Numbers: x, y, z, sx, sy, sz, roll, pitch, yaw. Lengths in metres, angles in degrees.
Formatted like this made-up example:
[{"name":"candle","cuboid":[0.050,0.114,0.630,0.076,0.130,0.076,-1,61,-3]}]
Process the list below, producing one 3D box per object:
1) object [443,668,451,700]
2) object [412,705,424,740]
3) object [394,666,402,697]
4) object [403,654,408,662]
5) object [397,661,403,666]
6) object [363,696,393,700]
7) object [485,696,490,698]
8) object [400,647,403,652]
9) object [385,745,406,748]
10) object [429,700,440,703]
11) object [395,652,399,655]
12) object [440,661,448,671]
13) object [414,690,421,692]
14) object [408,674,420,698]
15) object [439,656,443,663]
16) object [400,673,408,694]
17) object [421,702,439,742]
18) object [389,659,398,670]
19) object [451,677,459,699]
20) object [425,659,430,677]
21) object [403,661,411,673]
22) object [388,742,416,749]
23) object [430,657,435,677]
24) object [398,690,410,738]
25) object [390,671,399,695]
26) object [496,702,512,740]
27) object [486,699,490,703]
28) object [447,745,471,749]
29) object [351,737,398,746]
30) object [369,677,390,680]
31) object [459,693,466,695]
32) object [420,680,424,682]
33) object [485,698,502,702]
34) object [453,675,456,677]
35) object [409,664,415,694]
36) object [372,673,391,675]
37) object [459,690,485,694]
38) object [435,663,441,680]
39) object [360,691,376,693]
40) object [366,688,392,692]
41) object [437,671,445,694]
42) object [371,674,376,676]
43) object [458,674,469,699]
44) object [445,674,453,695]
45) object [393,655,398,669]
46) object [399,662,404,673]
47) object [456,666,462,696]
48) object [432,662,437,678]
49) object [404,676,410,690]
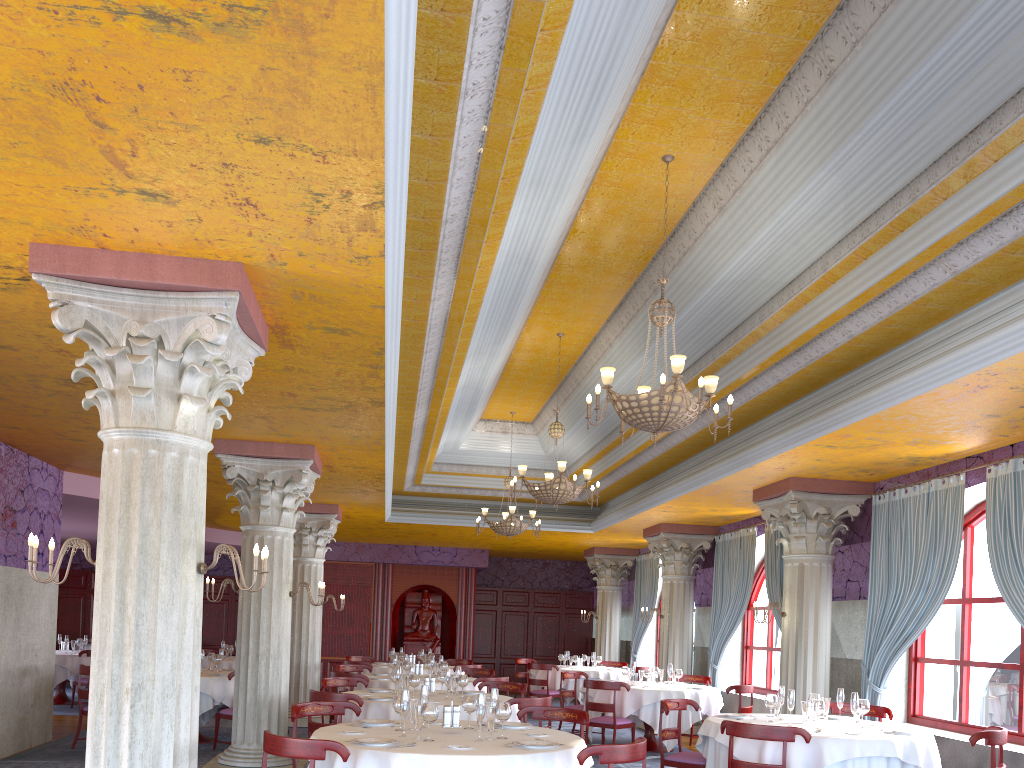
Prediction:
[{"name":"object","cuboid":[-0.688,3.200,9.132,0.074,0.331,0.075,1,-2,28]},{"name":"object","cuboid":[-0.650,2.356,5.967,0.086,0.234,0.087,2,-3,-6]},{"name":"object","cuboid":[-1.226,3.203,9.214,0.074,0.331,0.075,1,-2,28]},{"name":"object","cuboid":[-1.592,4.197,12.780,0.074,0.331,0.075,1,-2,28]},{"name":"object","cuboid":[-1.664,4.212,12.671,0.086,0.234,0.087,2,-3,-6]},{"name":"object","cuboid":[-1.375,3.241,8.822,0.313,0.024,0.324,4,-16,-8]},{"name":"object","cuboid":[-0.286,3.504,9.584,0.160,0.009,0.162,10,-18,-27]},{"name":"object","cuboid":[-2.077,5.106,16.062,0.074,0.331,0.075,1,-2,28]},{"name":"object","cuboid":[-0.750,2.357,5.570,0.022,0.003,0.261,-9,-19,34]},{"name":"object","cuboid":[-0.817,3.260,8.790,0.158,0.009,0.165,-1,-16,11]},{"name":"object","cuboid":[-2.149,5.121,15.954,0.085,0.234,0.087,1,-3,17]},{"name":"object","cuboid":[-0.984,4.133,12.350,0.124,0.260,0.123,5,-5,-39]},{"name":"object","cuboid":[-1.079,3.625,10.116,0.158,0.009,0.165,-1,-16,11]},{"name":"object","cuboid":[-1.036,3.202,9.060,0.123,0.260,0.124,3,-4,-17]},{"name":"object","cuboid":[-1.054,4.193,12.697,0.074,0.331,0.074,3,-2,-39]},{"name":"object","cuboid":[-1.216,3.373,9.643,0.086,0.234,0.087,2,-3,-6]},{"name":"object","cuboid":[-0.567,2.323,5.884,0.122,0.260,0.124,2,-4,6]},{"name":"object","cuboid":[-1.746,4.172,12.588,0.124,0.260,0.123,5,-5,-39]},{"name":"object","cuboid":[-0.620,3.281,9.239,0.086,0.234,0.086,4,-3,-28]},{"name":"object","cuboid":[-1.246,4.265,12.850,0.122,0.260,0.124,2,-4,6]},{"name":"object","cuboid":[-1.484,4.041,12.088,0.123,0.260,0.124,3,-4,-17]},{"name":"object","cuboid":[-0.717,2.343,5.549,0.055,0.019,0.263,-10,-19,39]},{"name":"object","cuboid":[-1.136,4.038,12.159,0.074,0.331,0.075,1,-2,28]},{"name":"object","cuboid":[-0.756,2.324,6.038,0.074,0.331,0.074,3,-2,-17]},{"name":"object","cuboid":[-1.299,3.334,9.560,0.122,0.260,0.124,2,-4,6]},{"name":"object","cuboid":[-0.067,2.415,6.146,0.123,0.260,0.124,3,-4,-17]},{"name":"object","cuboid":[-0.304,3.327,8.985,0.313,0.024,0.324,4,-16,-8]},{"name":"object","cuboid":[-0.347,2.381,5.614,0.159,0.009,0.164,4,-16,-8]},{"name":"object","cuboid":[-0.906,2.361,5.646,0.313,0.024,0.325,-1,-16,11]},{"name":"object","cuboid":[-1.823,4.079,11.850,0.313,0.024,0.324,4,-16,-8]},{"name":"object","cuboid":[-0.560,3.576,9.877,0.140,0.010,0.030,-11,-19,38]},{"name":"object","cuboid":[-1.265,4.099,11.818,0.159,0.009,0.164,-7,-18,31]},{"name":"object","cuboid":[-0.208,3.386,9.174,0.259,0.019,0.056,-12,-20,40]},{"name":"object","cuboid":[-0.916,4.462,13.085,0.313,0.024,0.324,-4,-17,21]},{"name":"object","cuboid":[-1.144,3.358,9.752,0.074,0.331,0.075,1,-2,28]},{"name":"object","cuboid":[-1.987,4.376,12.921,0.317,0.024,0.321,10,-18,-27]},{"name":"object","cuboid":[-0.468,3.623,10.057,0.313,0.024,0.324,4,-16,-8]},{"name":"object","cuboid":[-1.067,4.120,12.267,0.085,0.234,0.087,1,-3,17]},{"name":"object","cuboid":[-1.636,3.483,9.705,0.259,0.019,0.056,-12,-20,40]},{"name":"object","cuboid":[-1.539,3.537,9.894,0.313,0.024,0.324,4,-16,-8]},{"name":"object","cuboid":[-0.799,3.426,9.822,0.122,0.260,0.124,2,-4,6]},{"name":"object","cuboid":[-2.083,4.321,12.732,0.259,0.019,0.056,-12,-20,40]},{"name":"object","cuboid":[-0.536,3.295,9.322,0.122,0.260,0.124,2,-4,6]},{"name":"object","cuboid":[-0.716,3.419,9.739,0.086,0.234,0.087,0,-3,39]},{"name":"object","cuboid":[-1.673,4.042,12.241,0.074,0.331,0.074,3,-2,-17]},{"name":"object","cuboid":[-1.567,4.074,12.171,0.085,0.234,0.087,1,-3,17]},{"name":"object","cuboid":[-0.606,3.355,9.670,0.074,0.331,0.075,1,-2,28]},{"name":"object","cuboid":[-1.164,4.258,12.767,0.086,0.234,0.087,2,-3,-6]},{"name":"object","cuboid":[-1.120,3.236,9.143,0.085,0.234,0.087,1,-3,17]}]
